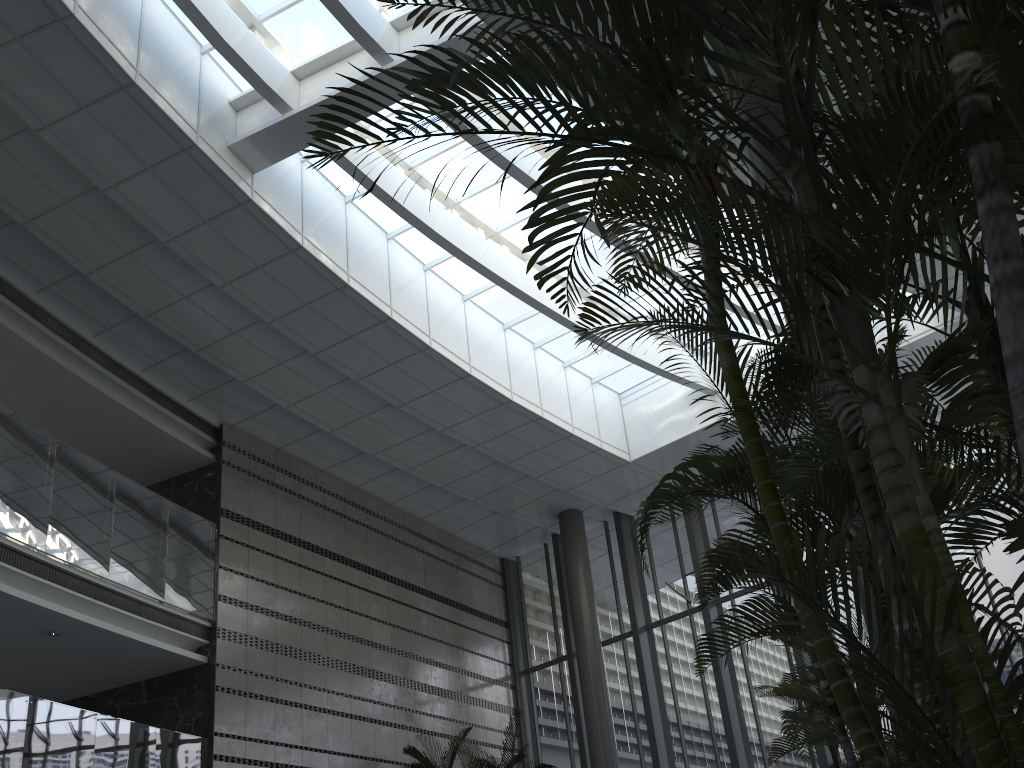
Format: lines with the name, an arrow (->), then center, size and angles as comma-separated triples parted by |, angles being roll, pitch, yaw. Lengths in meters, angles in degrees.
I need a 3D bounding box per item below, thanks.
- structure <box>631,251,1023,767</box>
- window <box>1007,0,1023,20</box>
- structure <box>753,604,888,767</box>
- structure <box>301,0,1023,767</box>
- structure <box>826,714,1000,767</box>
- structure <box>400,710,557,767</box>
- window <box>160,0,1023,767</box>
structure -> 1.487, 1.258, 3.338 | 1.662, 3.328, 2.267 | -15, -28, 17
window -> 5.652, -0.754, 4.499 | 4.356, 7.156, 16.676 | -23, -36, 29
structure -> 2.546, 3.048, 5.952 | 1.424, 3.089, 1.350 | -16, -27, 18
structure -> 0.772, -0.138, 1.894 | 2.449, 4.157, 2.815 | -14, -28, 14
structure -> 4.470, 4.798, 8.488 | 3.353, 2.643, 4.009 | 17, -38, -35
structure -> -0.380, 6.938, 12.084 | 2.643, 4.158, 2.613 | -28, -34, 36
window -> -0.749, 1.244, 7.898 | 19.653, 8.990, 14.463 | 19, -40, -35
